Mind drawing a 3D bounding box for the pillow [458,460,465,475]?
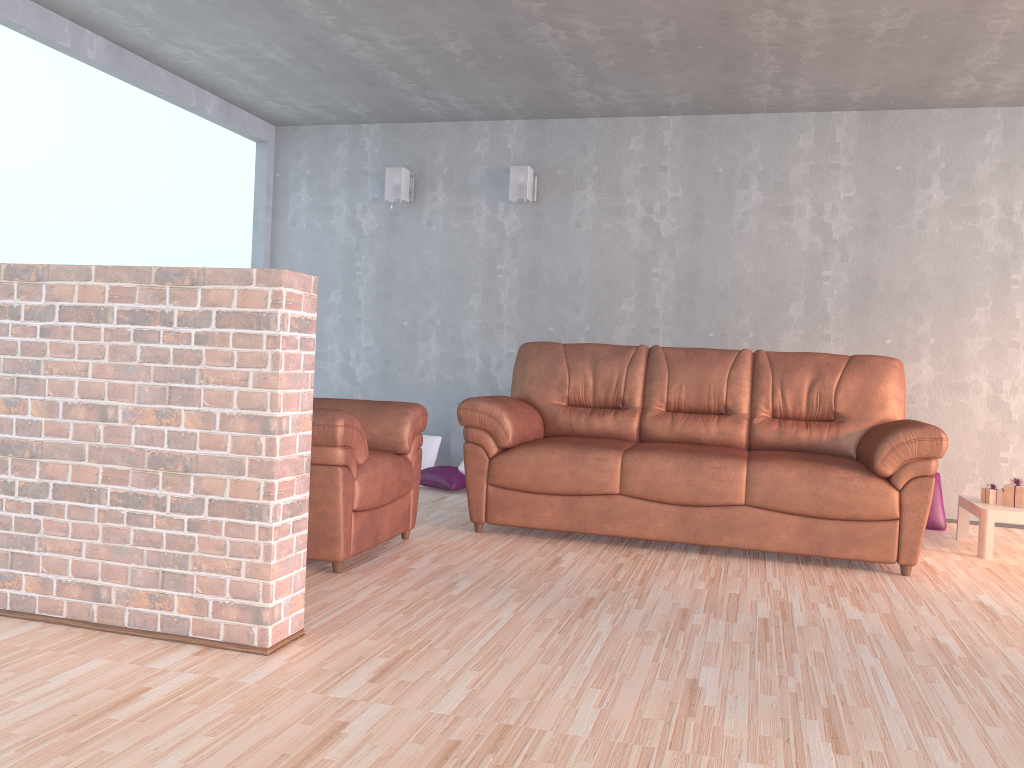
[{"bbox_3d":[-0.167,0.575,5.693,0.357,0.205,0.388,3,1,2],"label":"pillow"}]

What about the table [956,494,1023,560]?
[{"bbox_3d":[2.585,0.731,4.441,0.548,0.241,0.548,3,1,15],"label":"table"}]

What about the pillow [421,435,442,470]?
[{"bbox_3d":[-0.663,0.503,5.960,0.327,0.326,0.241,3,2,19],"label":"pillow"}]

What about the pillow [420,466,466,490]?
[{"bbox_3d":[-0.420,0.602,5.737,0.392,0.130,0.365,4,2,36],"label":"pillow"}]

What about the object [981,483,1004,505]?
[{"bbox_3d":[2.451,0.554,4.476,0.152,0.105,0.080,2,1,-16],"label":"object"}]

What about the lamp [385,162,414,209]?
[{"bbox_3d":[-0.785,-1.369,6.130,0.165,0.319,0.168,3,1,15],"label":"lamp"}]

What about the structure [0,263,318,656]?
[{"bbox_3d":[-1.298,0.177,2.699,1.422,1.057,0.211,3,1,15],"label":"structure"}]

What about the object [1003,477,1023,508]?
[{"bbox_3d":[2.499,0.535,4.389,0.099,0.147,0.102,4,2,44],"label":"object"}]

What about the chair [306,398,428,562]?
[{"bbox_3d":[-0.947,0.213,3.815,0.936,0.879,0.970,3,1,14],"label":"chair"}]

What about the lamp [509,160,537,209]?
[{"bbox_3d":[0.067,-1.323,5.901,0.165,0.319,0.177,3,1,15],"label":"lamp"}]

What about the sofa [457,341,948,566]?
[{"bbox_3d":[0.900,0.262,4.458,2.202,0.923,0.981,3,1,15],"label":"sofa"}]

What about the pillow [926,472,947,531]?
[{"bbox_3d":[2.315,0.667,5.119,0.327,0.326,0.241,3,1,9],"label":"pillow"}]
